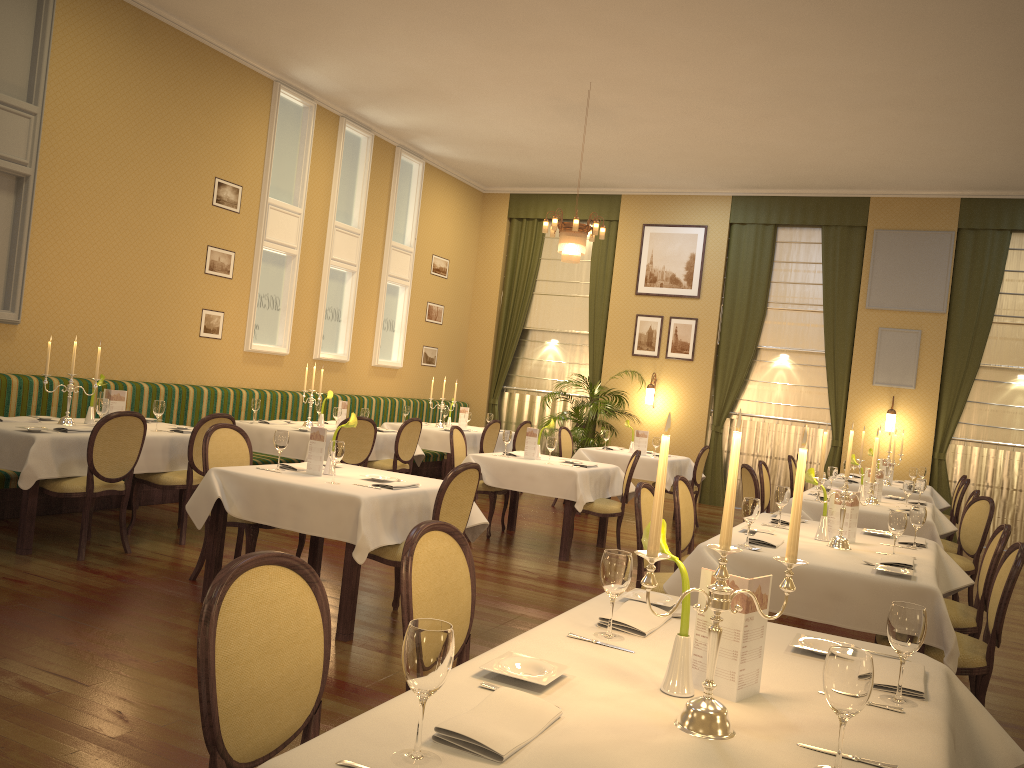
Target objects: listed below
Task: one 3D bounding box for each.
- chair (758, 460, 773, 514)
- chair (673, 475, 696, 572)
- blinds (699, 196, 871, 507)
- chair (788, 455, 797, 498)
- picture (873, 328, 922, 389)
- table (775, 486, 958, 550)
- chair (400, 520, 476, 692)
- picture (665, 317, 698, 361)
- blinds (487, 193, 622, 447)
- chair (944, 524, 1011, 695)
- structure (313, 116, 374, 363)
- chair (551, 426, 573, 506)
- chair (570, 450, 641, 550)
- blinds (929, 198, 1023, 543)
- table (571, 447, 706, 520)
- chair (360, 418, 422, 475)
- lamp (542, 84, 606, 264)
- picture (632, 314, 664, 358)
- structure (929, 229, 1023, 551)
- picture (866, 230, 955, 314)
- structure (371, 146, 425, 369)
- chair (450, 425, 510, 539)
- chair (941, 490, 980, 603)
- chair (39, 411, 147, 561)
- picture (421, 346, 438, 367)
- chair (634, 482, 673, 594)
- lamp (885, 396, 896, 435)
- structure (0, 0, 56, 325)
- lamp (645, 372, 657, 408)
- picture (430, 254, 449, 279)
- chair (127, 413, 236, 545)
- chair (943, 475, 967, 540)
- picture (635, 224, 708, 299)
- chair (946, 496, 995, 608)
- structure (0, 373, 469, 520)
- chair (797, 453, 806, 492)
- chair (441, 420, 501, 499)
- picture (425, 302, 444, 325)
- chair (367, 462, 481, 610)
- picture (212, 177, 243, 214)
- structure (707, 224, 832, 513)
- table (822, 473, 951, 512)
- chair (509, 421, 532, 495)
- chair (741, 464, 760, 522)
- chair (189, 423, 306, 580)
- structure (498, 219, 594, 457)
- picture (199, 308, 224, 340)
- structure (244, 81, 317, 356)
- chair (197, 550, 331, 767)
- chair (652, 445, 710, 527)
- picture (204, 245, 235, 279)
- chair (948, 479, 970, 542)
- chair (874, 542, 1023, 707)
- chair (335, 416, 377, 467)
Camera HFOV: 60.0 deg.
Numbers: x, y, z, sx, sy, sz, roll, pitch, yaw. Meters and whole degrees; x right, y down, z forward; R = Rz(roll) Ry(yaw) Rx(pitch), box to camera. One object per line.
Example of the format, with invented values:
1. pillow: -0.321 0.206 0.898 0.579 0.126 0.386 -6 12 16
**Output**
1. chair: 2.484 1.205 8.059 0.571 0.955 0.530 6 0 25
2. chair: 1.219 1.065 5.353 0.571 0.955 0.530 6 0 25
3. blinds: 3.754 -0.459 12.276 1.878 4.537 0.129 6 0 25
4. chair: 3.289 1.294 9.778 0.571 0.955 0.530 6 0 25
5. picture: 5.035 -0.338 11.604 0.512 0.769 0.027 6 0 25
6. table: 2.963 1.355 7.420 1.385 0.759 2.152 6 0 25
7. chair: -0.059 0.923 2.621 0.571 0.955 0.530 6 0 25
8. picture: 2.452 -0.655 12.834 0.412 0.619 0.022 6 0 25
9. blinds: 0.604 -0.811 13.779 1.934 4.537 0.225 6 0 24
10. chair: 2.314 1.187 4.777 0.571 0.955 0.530 6 0 25
11. structure: -2.140 -1.773 11.123 0.200 2.985 0.661 6 0 25
12. chair: 0.813 1.017 10.664 0.571 0.955 0.530 6 0 25
13. chair: 0.780 1.015 7.674 0.571 0.955 0.530 6 0 5
14. blinds: 6.378 -0.166 11.034 1.876 4.537 0.129 6 0 25
15. table: 1.432 1.182 10.359 1.389 0.759 1.395 6 0 27
16. chair: -1.265 0.786 9.012 0.571 0.955 0.530 6 0 25
17. lamp: 0.693 -2.132 9.009 0.593 1.796 0.593 6 0 23
18. picture: 1.995 -0.707 13.050 0.412 0.619 0.022 6 0 25
19. structure: 6.420 -0.148 11.145 1.898 4.511 0.137 6 0 25
20. picture: 5.195 -1.480 11.588 0.966 1.057 0.027 6 0 25
21. structure: -1.603 -1.714 12.272 0.200 2.985 0.670 6 0 25
22. chair: -0.328 0.891 8.232 0.571 0.955 0.530 6 0 15
23. chair: 3.579 1.327 7.483 0.571 0.955 0.530 6 0 25
24. chair: -2.767 0.620 5.803 0.571 0.955 0.530 6 0 25
25. picture: -1.236 -0.413 13.312 0.008 0.294 0.437 6 0 25
26. chair: 0.892 1.028 4.653 0.571 0.955 0.530 6 0 25
27. lamp: 4.888 0.407 11.470 0.114 0.513 0.323 6 0 14
28. structure: -4.118 -2.051 6.881 0.200 3.103 0.956 6 0 25
29. lamp: 2.015 0.086 12.830 0.114 0.513 0.323 6 0 14
30. picture: -1.079 -1.760 13.324 0.008 0.294 0.504 6 0 25
31. chair: -2.412 0.659 6.559 0.571 0.955 0.530 6 0 25
32. chair: 4.711 1.453 9.902 0.571 0.955 0.530 6 0 25
33. picture: 2.320 -1.801 12.951 0.966 1.057 0.027 6 0 25
34. chair: 3.255 1.291 6.686 0.571 0.955 0.530 6 0 5
35. structure: -3.610 0.490 7.578 0.850 1.031 14.516 6 0 25
36. chair: 3.616 1.330 10.477 0.571 0.955 0.530 6 0 25
37. chair: -0.481 0.873 10.692 0.571 0.955 0.530 6 0 25
38. picture: -1.158 -1.060 13.324 0.008 0.294 0.504 6 0 25
39. chair: -0.521 0.871 4.896 0.571 0.955 0.530 6 0 25
40. picture: -2.973 -1.970 9.275 0.008 0.294 0.401 6 0 25
41. structure: 3.796 -0.442 12.387 1.900 4.511 0.134 6 0 25
42. table: 4.095 1.480 9.840 1.385 0.759 2.152 6 0 25
43. chair: -0.094 0.916 11.440 0.571 0.955 0.530 6 0 25
44. chair: 2.157 1.169 7.383 0.571 0.955 0.530 6 0 0
45. chair: -1.616 0.748 5.471 0.571 0.955 0.530 6 0 25
46. structure: 0.649 -0.794 13.883 1.942 4.511 0.123 6 0 25
47. picture: -3.131 -0.623 9.259 0.008 0.294 0.313 6 0 25
48. structure: -2.646 -1.829 10.041 0.200 2.985 0.687 6 0 25
49. chair: -0.386 0.887 1.922 0.571 0.955 0.530 6 0 25
50. chair: 1.908 1.140 10.089 0.571 0.955 0.530 6 0 25
51. picture: -3.051 -1.270 9.275 0.008 0.294 0.401 6 0 25
52. chair: 4.354 1.413 9.140 0.571 0.955 0.530 6 0 25
53. chair: 1.957 1.148 4.015 0.571 0.955 0.530 6 0 25
54. chair: -1.605 0.748 8.273 0.530 0.955 0.571 6 0 -40
